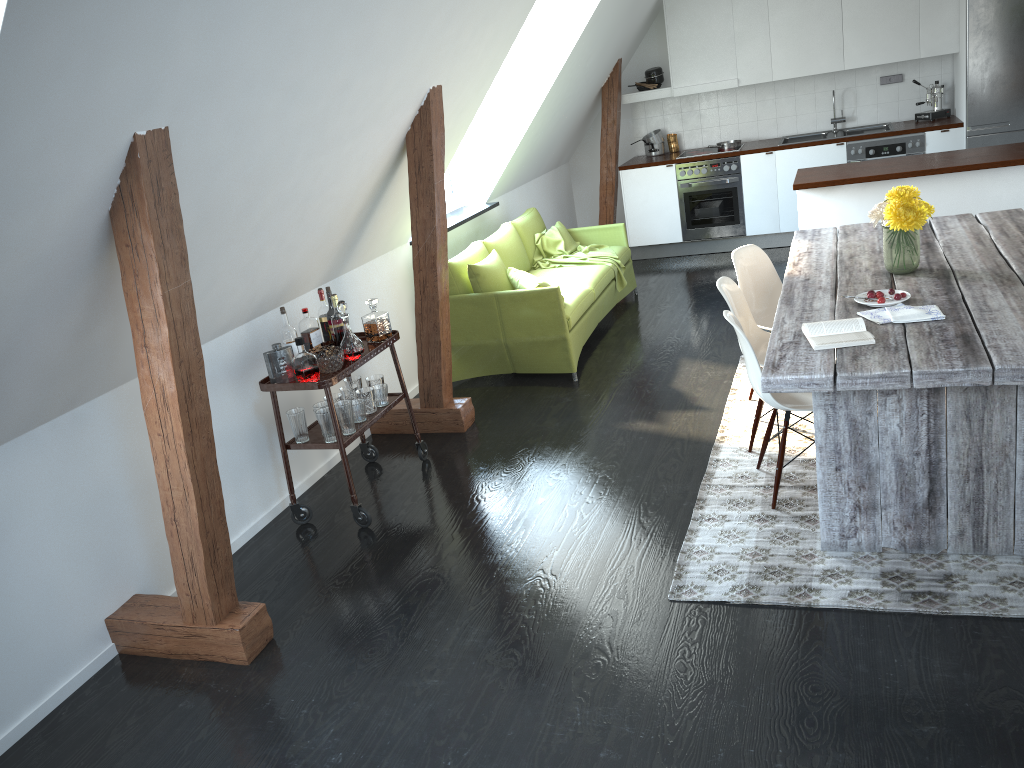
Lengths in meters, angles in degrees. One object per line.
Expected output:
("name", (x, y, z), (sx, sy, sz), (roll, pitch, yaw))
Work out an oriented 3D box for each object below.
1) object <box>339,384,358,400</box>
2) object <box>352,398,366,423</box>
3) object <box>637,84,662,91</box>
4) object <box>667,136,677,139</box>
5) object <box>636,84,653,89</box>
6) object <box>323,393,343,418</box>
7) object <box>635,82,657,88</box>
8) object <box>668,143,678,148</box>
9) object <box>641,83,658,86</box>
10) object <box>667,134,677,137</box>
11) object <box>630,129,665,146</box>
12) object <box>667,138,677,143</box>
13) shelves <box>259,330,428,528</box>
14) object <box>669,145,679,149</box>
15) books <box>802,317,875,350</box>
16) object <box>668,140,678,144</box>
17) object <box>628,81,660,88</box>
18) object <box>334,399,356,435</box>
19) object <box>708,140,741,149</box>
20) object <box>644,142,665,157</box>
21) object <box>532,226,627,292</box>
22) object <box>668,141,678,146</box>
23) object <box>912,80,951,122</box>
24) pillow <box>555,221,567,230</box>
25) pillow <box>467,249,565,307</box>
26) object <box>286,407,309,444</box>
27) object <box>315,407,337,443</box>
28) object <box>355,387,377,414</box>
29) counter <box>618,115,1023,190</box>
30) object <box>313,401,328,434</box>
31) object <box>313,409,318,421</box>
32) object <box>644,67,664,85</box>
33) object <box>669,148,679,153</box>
("object", (-0.813, 0.071, 4.480), (0.095, 0.119, 0.095), (-15, 19, -15))
("object", (-0.747, 0.132, 4.301), (0.092, 0.099, 0.092), (-10, 19, 0))
("object", (1.316, -2.846, 8.495), (0.243, 0.056, 0.350), (-6, 19, 11))
("object", (1.575, -2.415, 8.724), (0.100, 0.036, 0.100), (-24, 23, -37))
("object", (1.259, -2.842, 8.458), (0.065, 0.065, 0.332), (-13, 19, -10))
("object", (-0.873, 0.114, 4.383), (0.095, 0.119, 0.095), (-15, 19, -15))
("object", (1.273, -2.852, 8.459), (0.061, 0.077, 0.331), (-16, 20, -18))
("object", (1.592, -2.344, 8.749), (0.099, 0.051, 0.099), (-7, 19, 8))
("object", (1.313, -2.867, 8.490), (0.065, 0.031, 0.335), (-16, 20, -19))
("object", (1.572, -2.434, 8.716), (0.100, 0.047, 0.099), (-4, 19, 17))
("object", (1.322, -2.401, 8.744), (0.371, 0.169, 0.203), (-11, 19, -5))
("object", (1.577, -2.400, 8.729), (0.100, 0.036, 0.100), (-13, 19, -10))
("shelves", (-0.804, 0.201, 4.396), (0.438, 0.732, 0.803), (-4, 19, 18))
("object", (1.597, -2.328, 8.753), (0.100, 0.048, 0.099), (6, 24, 38))
("books", (1.161, -0.188, 3.170), (0.202, 0.042, 0.251), (-6, 19, 10))
("object", (1.583, -2.384, 8.738), (0.099, 0.057, 0.101), (2, 22, 32))
("object", (1.259, -2.871, 8.550), (0.357, 0.075, 0.244), (-12, 19, -6))
("object", (-0.777, 0.158, 4.152), (0.087, 0.155, 0.087), (-11, 19, -5))
("object", (1.988, -2.253, 8.360), (0.351, 0.061, 0.232), (-11, 19, -4))
("object", (1.414, -2.320, 8.708), (0.200, 0.154, 0.348), (-9, 19, 2))
("object", (0.563, -1.006, 7.040), (0.722, 0.493, 0.711), (-4, 19, 17))
("object", (1.588, -2.364, 8.745), (0.099, 0.043, 0.100), (-7, 19, 9))
("object", (3.657, -2.506, 7.786), (0.353, 0.370, 0.206), (-17, 20, -20))
("pillow", (0.385, -1.148, 7.191), (0.210, 0.275, 0.462), (-3, 20, 19))
("pillow", (0.059, -0.671, 5.764), (0.600, 0.387, 0.475), (-3, 20, 19))
("object", (-0.997, 0.196, 4.150), (0.087, 0.155, 0.087), (-11, 19, -5))
("object", (-0.847, 0.192, 4.089), (0.087, 0.155, 0.087), (-11, 19, -5))
("object", (-0.719, 0.084, 4.394), (0.095, 0.119, 0.095), (-15, 19, -15))
("counter", (2.311, -1.810, 7.063), (3.365, 0.038, 3.085), (-2, 20, 21))
("object", (-0.878, 0.166, 4.178), (0.087, 0.155, 0.087), (-11, 19, -5))
("object", (-0.906, 0.162, 4.292), (0.092, 0.099, 0.092), (-10, 19, 0))
("object", (1.365, -2.950, 8.507), (0.190, 0.166, 0.200), (-15, 19, -14))
("object", (1.603, -2.308, 8.760), (0.100, 0.036, 0.100), (-4, 20, 18))
